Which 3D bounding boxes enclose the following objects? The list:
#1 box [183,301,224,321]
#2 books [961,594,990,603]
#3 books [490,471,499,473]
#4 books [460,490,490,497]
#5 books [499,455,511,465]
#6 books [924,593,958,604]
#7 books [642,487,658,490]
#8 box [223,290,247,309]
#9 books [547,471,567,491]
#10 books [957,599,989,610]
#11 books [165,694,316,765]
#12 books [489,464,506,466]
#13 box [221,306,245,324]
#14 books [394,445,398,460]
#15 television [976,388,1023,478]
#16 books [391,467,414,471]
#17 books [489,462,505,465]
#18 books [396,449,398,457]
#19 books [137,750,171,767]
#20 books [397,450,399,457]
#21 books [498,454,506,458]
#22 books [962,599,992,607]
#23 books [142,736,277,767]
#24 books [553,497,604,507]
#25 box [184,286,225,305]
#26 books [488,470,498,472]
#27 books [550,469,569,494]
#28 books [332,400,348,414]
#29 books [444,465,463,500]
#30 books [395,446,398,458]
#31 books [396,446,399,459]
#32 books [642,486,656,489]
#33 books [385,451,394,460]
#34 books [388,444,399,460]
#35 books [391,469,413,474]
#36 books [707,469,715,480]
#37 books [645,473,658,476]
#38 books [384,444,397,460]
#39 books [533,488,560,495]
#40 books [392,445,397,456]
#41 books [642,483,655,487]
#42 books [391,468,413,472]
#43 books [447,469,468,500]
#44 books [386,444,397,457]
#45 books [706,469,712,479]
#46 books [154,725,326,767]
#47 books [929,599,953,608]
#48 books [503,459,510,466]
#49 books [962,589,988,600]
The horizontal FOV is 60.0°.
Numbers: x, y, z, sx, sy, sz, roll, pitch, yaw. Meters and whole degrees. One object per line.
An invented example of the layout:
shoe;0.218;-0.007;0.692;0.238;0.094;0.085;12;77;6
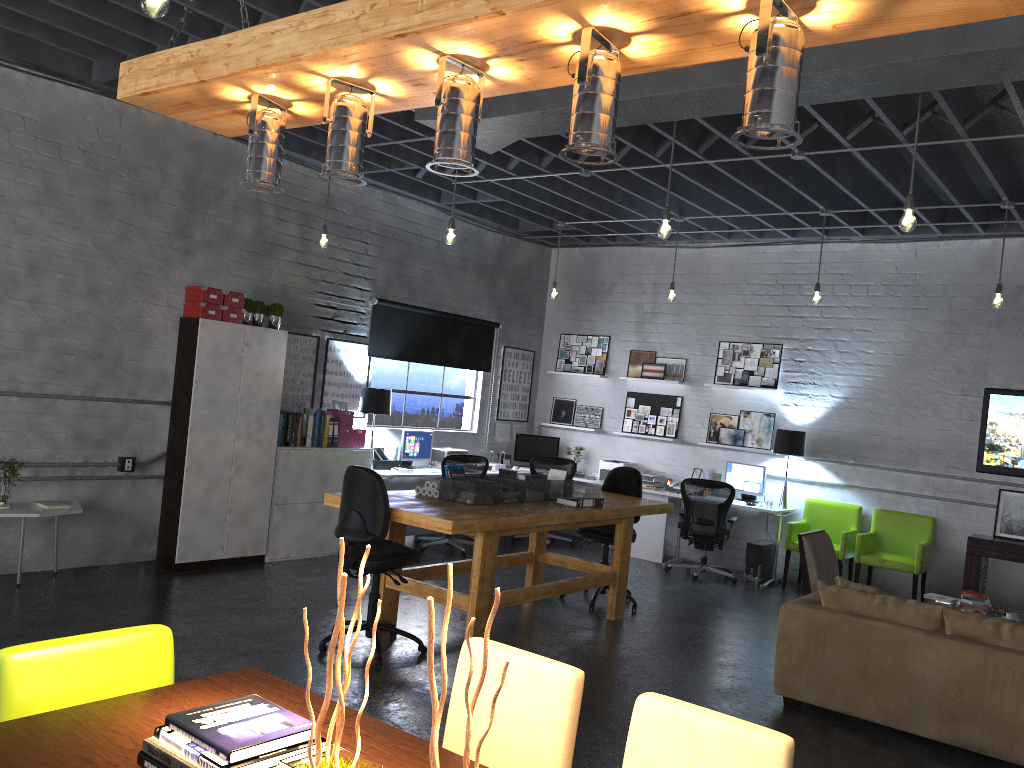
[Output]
box;-2.533;-0.594;7.262;0.270;0.131;0.206;5;-1;37
books;3.934;1.821;7.532;0.208;0.024;0.144;6;-1;22
books;-0.197;1.011;10.220;0.112;0.002;0.065;6;-1;14
books;-0.252;0.754;6.092;0.127;0.022;0.181;5;-1;32
books;-0.084;0.936;10.963;0.184;0.121;0.017;6;0;-38
books;3.594;1.795;7.433;0.161;0.027;0.223;6;-1;-43
books;1.543;1.182;10.070;0.211;0.014;0.148;6;-1;1
box;-2.395;-0.709;7.428;0.268;0.133;0.206;5;-1;37
books;0.333;0.785;6.941;0.158;0.200;0.082;6;0;37
books;3.916;1.873;7.543;0.223;0.032;0.161;6;-1;17
books;-0.609;0.775;2.005;0.251;0.030;0.237;5;-1;39
books;-0.254;0.961;10.685;0.297;0.006;0.210;5;-1;37
box;-2.408;-0.579;7.428;0.270;0.131;0.206;5;-1;37
books;-1.285;0.765;9.357;0.177;0.246;0.026;6;0;37
television;5.002;0.487;8.084;1.323;0.816;0.021;6;0;37
books;-1.124;0.877;9.116;0.171;0.010;0.212;6;-1;-27
books;-0.250;0.956;10.689;0.297;0.006;0.210;5;-1;38
books;-1.283;0.767;9.361;0.172;0.243;0.026;6;0;37
books;-0.617;0.860;2.005;0.324;0.035;0.306;5;-1;37
books;-1.275;0.768;9.372;0.172;0.243;0.026;6;0;37
books;-0.116;0.925;11.028;0.133;0.109;0.052;6;0;-38
books;3.938;1.846;7.522;0.161;0.026;0.223;6;-1;7
books;-0.622;0.828;1.995;0.315;0.026;0.270;5;-1;37
books;0.494;0.865;6.601;0.299;0.067;0.244;6;-1;-43
box;-2.520;-0.723;7.261;0.270;0.131;0.206;5;-1;37
books;-0.218;1.003;10.213;0.112;0.001;0.066;6;-1;24
books;0.354;0.781;6.964;0.171;0.210;0.046;6;0;37
books;-1.677;0.294;8.621;0.192;0.267;0.060;6;0;37
books;-0.391;0.685;6.194;0.108;0.234;0.166;6;0;37
books;-1.291;0.765;9.355;0.175;0.244;0.026;6;0;37
books;-1.281;0.768;9.365;0.172;0.243;0.026;6;0;37
books;1.524;1.166;10.071;0.211;0.014;0.148;6;-1;12
books;-1.292;0.799;9.308;0.134;0.176;0.020;6;0;37
books;-1.278;0.766;9.368;0.179;0.247;0.026;6;0;37
books;-1.131;0.899;9.112;0.158;0.012;0.213;6;-1;-28
books;2.228;1.106;9.921;0.043;0.296;0.210;6;0;37
books;1.641;1.064;10.401;0.134;0.008;0.203;6;-1;20
books;-1.297;0.766;9.343;0.172;0.243;0.026;6;0;37
books;0.234;0.824;6.824;0.233;0.022;0.184;5;-1;35
books;-1.293;0.766;9.346;0.173;0.243;0.026;6;0;37
books;1.502;1.150;10.084;0.148;0.014;0.211;6;-1;-38
books;-1.131;0.887;9.115;0.158;0.012;0.209;6;-1;-30
books;-0.375;0.698;6.162;0.097;0.209;0.158;6;0;37
books;-1.293;0.764;9.352;0.175;0.244;0.026;6;0;37
books;2.219;1.106;9.923;0.036;0.296;0.210;6;0;37
books;-0.612;0.803;2.005;0.282;0.026;0.266;5;-1;39
books;3.584;1.831;7.410;0.174;0.045;0.240;6;-1;27
books;-0.067;0.969;10.952;0.102;0.076;0.037;6;0;-38
books;3.932;1.788;7.526;0.185;0.041;0.129;5;-1;32
